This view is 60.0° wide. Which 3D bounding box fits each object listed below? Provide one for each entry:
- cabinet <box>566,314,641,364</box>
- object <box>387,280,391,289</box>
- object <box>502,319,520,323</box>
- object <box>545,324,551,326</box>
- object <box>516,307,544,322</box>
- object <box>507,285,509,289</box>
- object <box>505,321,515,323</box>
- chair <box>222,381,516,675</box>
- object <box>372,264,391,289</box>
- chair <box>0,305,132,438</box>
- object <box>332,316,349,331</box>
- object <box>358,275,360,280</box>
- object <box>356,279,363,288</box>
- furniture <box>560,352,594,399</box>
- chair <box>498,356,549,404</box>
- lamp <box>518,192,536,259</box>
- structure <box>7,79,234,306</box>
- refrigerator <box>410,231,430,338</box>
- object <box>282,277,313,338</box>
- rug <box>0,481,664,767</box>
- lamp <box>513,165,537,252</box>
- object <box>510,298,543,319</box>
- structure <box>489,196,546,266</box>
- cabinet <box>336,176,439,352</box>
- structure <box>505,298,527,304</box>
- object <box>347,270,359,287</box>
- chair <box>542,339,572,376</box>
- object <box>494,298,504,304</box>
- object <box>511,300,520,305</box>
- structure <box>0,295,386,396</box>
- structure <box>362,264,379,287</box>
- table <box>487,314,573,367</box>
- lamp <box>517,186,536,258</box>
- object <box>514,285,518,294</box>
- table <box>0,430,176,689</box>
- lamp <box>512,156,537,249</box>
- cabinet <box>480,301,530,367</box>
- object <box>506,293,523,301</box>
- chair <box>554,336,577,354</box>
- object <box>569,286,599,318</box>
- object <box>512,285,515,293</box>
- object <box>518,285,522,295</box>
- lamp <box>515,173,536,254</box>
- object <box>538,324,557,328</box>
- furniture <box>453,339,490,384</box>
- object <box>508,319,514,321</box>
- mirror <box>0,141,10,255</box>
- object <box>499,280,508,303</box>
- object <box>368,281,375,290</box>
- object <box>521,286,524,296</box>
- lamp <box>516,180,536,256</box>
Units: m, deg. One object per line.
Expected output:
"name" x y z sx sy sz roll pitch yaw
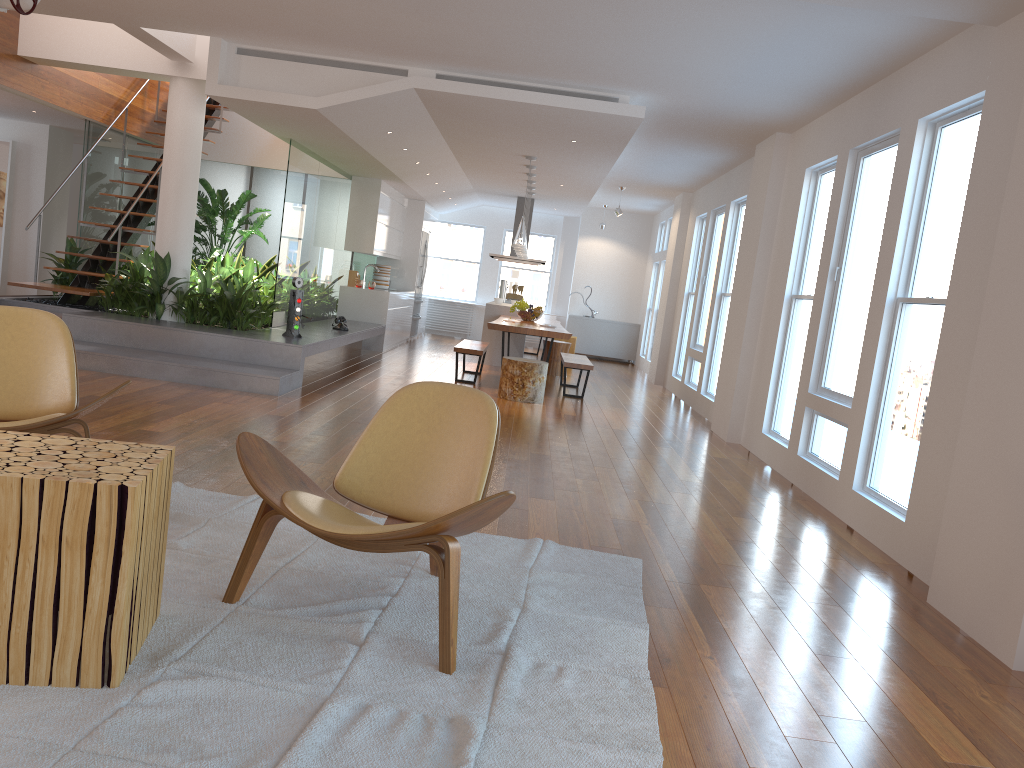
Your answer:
"cabinet" 1.627 -0.821 16.205 1.309 0.725 0.420 8 6 1
"object" -2.052 -1.620 14.070 0.265 0.196 0.284 13 9 42
"object" -0.010 -0.721 10.180 0.222 0.020 0.222 13 8 41
"object" 0.407 -0.665 10.128 0.079 0.030 0.070 14 9 44
"object" 0.217 -0.861 11.141 0.360 0.159 0.360 3 8 -36
"object" -0.098 -1.538 14.886 0.055 0.299 0.027 8 6 1
"object" -0.028 -0.705 10.047 0.149 0.014 0.044 8 6 -1
"chair" -0.364 0.406 2.811 0.867 0.752 0.856 3 8 -39
"object" -2.017 -1.656 13.678 0.267 0.356 0.266 11 7 26
"chair" -1.983 0.107 3.540 0.856 0.752 0.867 8 6 6
"object" -1.937 -0.688 9.966 0.216 0.155 0.181 3 8 -35
"object" -2.200 -1.474 12.644 0.100 0.170 0.173 8 6 2
"object" -2.090 -1.373 12.130 0.094 0.106 0.094 8 6 6
"furniture" 0.710 -0.100 10.216 0.316 0.389 1.433 8 6 1
"chair" 0.110 -0.043 8.890 0.460 0.400 0.460 9 6 10
"lamp" 0.235 -2.411 13.319 0.160 1.060 0.160 11 7 27
"structure" -3.216 -2.737 10.265 2.552 4.265 4.591 8 6 1
"refrigerator" -1.830 -1.687 14.870 0.725 1.772 0.908 8 6 1
"object" -1.967 -0.705 8.238 0.318 0.565 0.134 12 8 37
"rug" -1.331 0.665 2.350 3.525 0.057 3.478 8 6 5
"lamp" 0.166 -2.101 10.444 0.160 1.060 0.160 11 7 27
"object" 0.201 -0.928 11.148 0.394 0.284 0.292 3 8 -35
"structure" 0.184 -2.657 14.272 0.909 1.405 0.900 8 6 1
"cabinet" -1.873 -1.827 14.108 0.676 2.280 4.565 8 6 1
"structure" 0.006 -1.349 14.445 0.520 0.073 0.650 8 6 1
"object" -2.216 -1.474 12.395 0.104 0.222 0.200 8 6 1
"chair" 0.583 -0.355 12.080 0.396 0.455 0.402 7 6 -9
"object" -0.189 -1.174 12.582 0.152 0.082 0.152 13 8 40
"object" 0.055 -1.127 12.457 0.152 0.082 0.152 3 8 -39
"structure" -3.299 -0.583 9.833 3.088 0.386 5.584 8 6 1
"structure" -2.099 -1.510 13.137 0.248 0.536 0.115 8 6 1
"table" 0.212 -0.549 12.196 0.893 0.704 5.996 8 6 1
"lamp" 0.218 -2.334 12.600 0.160 1.060 0.160 11 7 27
"object" 0.053 -1.514 14.865 0.057 0.299 0.019 8 6 1
"table" -1.250 0.448 2.349 0.548 0.534 0.489 6 6 -11
"lamp" 0.148 -2.024 9.726 0.160 1.060 0.160 11 7 27
"cabinet" -0.078 -0.807 13.580 0.597 0.832 2.936 8 6 1
"object" 0.009 -1.442 14.883 0.353 0.157 0.084 8 6 1
"chair" 0.840 -0.558 14.280 0.344 0.430 0.549 8 6 4
"object" 1.331 -1.503 16.095 0.590 0.563 0.210 4 7 -28
"object" 0.020 -1.521 14.885 0.061 0.299 0.040 7 6 -2
"object" 0.117 -1.505 14.867 0.068 0.298 0.039 8 6 1
"lamp" 0.183 -2.179 11.163 0.160 1.060 0.160 11 7 27
"object" 0.406 -0.659 10.129 0.222 0.020 0.222 7 6 -7
"furniture" -0.472 -0.260 10.227 0.316 0.389 1.433 8 6 1
"object" -0.010 -0.727 10.180 0.070 0.030 0.079 3 8 -36
"mirror" -7.111 -2.131 11.304 1.267 2.044 0.049 8 6 1
"object" -0.128 -1.459 13.976 0.172 0.356 0.120 2 8 -41
"object" -1.911 -1.343 12.082 0.094 0.106 0.094 8 6 6
"object" 0.154 -1.502 14.884 0.057 0.294 0.030 8 6 0
"lamp" 0.200 -2.256 11.882 0.160 1.060 0.160 11 7 27
